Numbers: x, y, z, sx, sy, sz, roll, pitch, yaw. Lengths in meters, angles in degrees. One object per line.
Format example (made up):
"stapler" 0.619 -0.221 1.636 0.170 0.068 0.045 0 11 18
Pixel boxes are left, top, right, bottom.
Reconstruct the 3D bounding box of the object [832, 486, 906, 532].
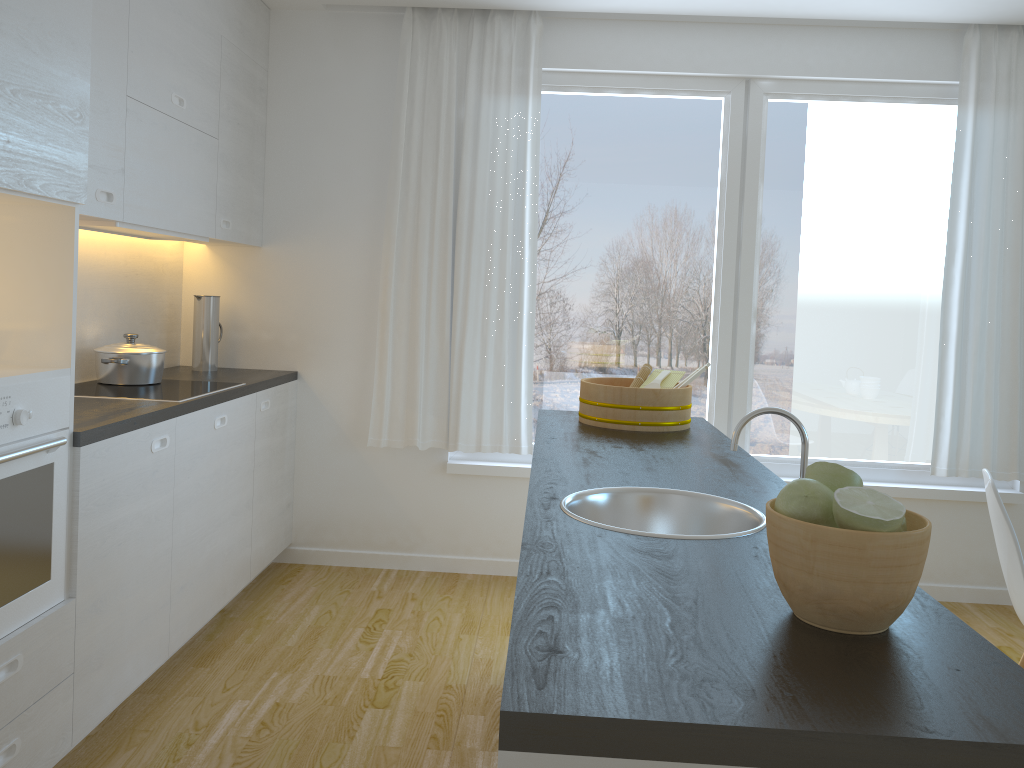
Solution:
"object" 0.446 0.169 1.109 0.086 0.065 0.084 4 4 15

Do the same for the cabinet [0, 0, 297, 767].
"cabinet" -1.350 -0.222 2.746 0.481 2.294 3.212 3 4 2

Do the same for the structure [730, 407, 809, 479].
"structure" 0.506 0.155 1.700 0.162 0.215 0.097 3 3 3

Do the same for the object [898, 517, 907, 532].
"object" 0.476 0.193 1.181 0.081 0.085 0.098 0 5 -33

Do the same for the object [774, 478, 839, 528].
"object" 0.396 0.174 1.183 0.087 0.098 0.102 4 4 23

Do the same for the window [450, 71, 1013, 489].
"window" 1.096 -0.521 4.334 2.726 1.914 0.088 3 2 3

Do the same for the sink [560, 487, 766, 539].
"sink" 0.291 0.323 1.743 0.405 0.156 0.404 7 7 44

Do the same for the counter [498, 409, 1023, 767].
"counter" 0.342 0.241 2.054 0.600 0.040 2.409 3 6 2

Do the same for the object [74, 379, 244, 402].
"object" -1.400 0.020 3.361 0.562 0.013 0.656 3 6 2

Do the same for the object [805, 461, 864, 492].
"object" 0.449 0.142 1.237 0.077 0.071 0.074 5 4 27

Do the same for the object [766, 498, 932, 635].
"object" 0.439 0.240 1.173 0.205 0.141 0.206 -1 5 -36

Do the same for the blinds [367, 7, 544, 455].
"blinds" -0.251 -0.750 4.194 0.795 2.155 0.150 3 2 2

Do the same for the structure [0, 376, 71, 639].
"structure" -1.178 0.301 2.051 0.049 0.594 0.562 3 4 2

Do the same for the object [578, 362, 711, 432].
"object" 0.432 0.026 3.023 0.379 0.213 0.430 5 6 31

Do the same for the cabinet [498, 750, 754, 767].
"cabinet" 0.321 0.714 2.070 0.600 0.907 2.409 3 5 2

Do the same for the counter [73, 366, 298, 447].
"counter" -1.398 0.038 3.358 0.600 0.040 2.008 3 6 2

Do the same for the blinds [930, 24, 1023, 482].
"blinds" 2.408 -0.620 4.076 0.795 2.155 0.150 3 2 3

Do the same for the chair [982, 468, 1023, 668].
"chair" 1.643 0.729 2.573 0.524 0.899 0.430 4 3 22
